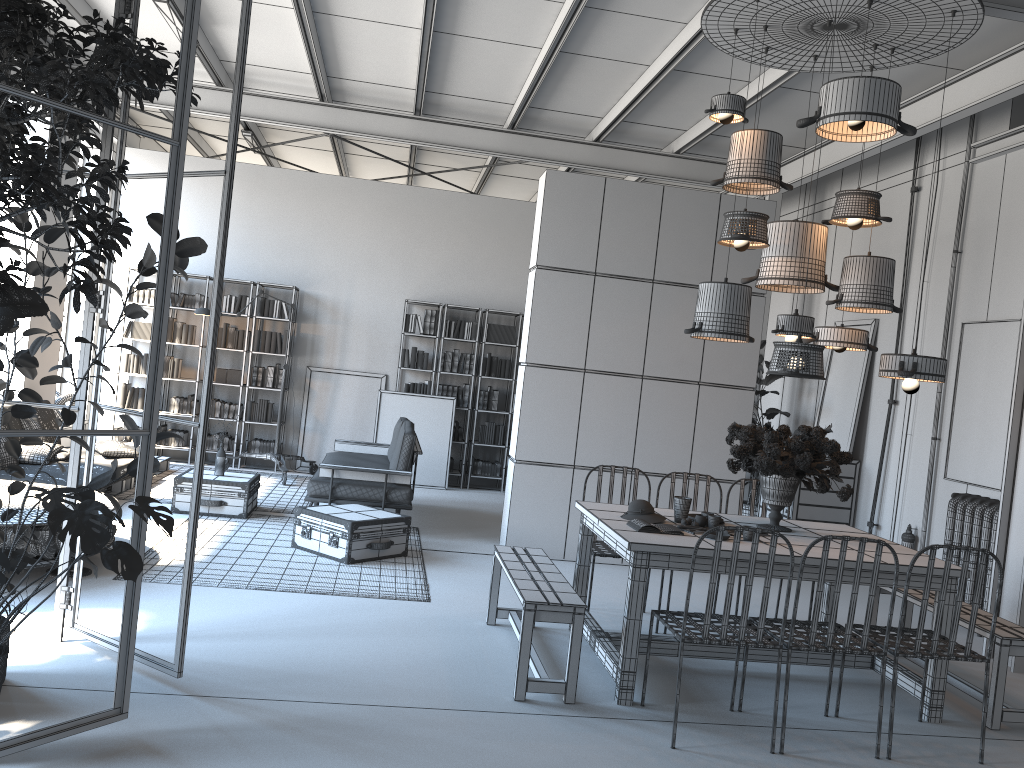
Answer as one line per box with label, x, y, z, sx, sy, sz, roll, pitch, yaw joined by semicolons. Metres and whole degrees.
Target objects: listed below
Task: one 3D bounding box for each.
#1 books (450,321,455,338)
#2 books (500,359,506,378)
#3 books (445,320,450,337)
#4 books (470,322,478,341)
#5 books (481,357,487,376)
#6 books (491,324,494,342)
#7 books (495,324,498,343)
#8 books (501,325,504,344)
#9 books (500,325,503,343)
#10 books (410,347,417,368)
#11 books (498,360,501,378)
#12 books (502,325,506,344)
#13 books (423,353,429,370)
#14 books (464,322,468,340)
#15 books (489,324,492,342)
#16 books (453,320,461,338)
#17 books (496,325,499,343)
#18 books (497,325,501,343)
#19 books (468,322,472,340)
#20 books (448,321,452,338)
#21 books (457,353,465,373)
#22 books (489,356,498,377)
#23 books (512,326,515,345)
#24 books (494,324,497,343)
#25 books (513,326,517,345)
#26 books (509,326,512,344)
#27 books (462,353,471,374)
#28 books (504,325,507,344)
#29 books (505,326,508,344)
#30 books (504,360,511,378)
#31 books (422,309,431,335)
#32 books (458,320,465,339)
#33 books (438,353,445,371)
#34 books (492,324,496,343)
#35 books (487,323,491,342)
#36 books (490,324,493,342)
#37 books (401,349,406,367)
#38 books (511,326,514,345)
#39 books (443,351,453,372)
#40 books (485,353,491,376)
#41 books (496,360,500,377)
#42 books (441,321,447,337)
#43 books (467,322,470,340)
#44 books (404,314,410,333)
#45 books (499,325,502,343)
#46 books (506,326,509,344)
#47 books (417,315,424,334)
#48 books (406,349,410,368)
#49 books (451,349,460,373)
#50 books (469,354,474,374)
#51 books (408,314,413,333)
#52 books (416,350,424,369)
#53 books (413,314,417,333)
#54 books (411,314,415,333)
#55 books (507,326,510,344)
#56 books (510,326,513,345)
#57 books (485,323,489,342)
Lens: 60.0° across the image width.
books;-0.758;-0.680;11.179;0.039;0.222;0.161;6;1;-8
books;-0.126;-0.194;11.334;0.057;0.244;0.180;6;1;-8
books;-0.818;-0.694;11.181;0.029;0.231;0.173;6;1;-8
books;-0.480;-0.663;11.219;0.083;0.242;0.178;6;1;-8
books;-0.370;-0.220;11.311;0.057;0.244;0.180;6;1;-8
books;-0.252;-0.638;11.168;0.016;0.240;0.182;6;1;-8
books;-0.206;-0.633;11.175;0.016;0.240;0.182;6;1;-8
books;-0.128;-0.625;11.186;0.016;0.240;0.182;6;1;-8
books;-0.144;-0.626;11.183;0.016;0.240;0.182;6;1;-8
books;-1.236;-0.326;11.129;0.065;0.278;0.204;6;1;-8
books;-0.166;-0.189;11.308;0.022;0.227;0.165;6;1;-8
books;-0.113;-0.623;11.188;0.016;0.240;0.182;6;1;-8
books;-1.086;-0.281;11.167;0.052;0.223;0.164;6;1;-8
books;-0.588;-0.665;11.203;0.035;0.229;0.196;6;1;-8
books;-0.283;-0.641;11.164;0.016;0.240;0.182;6;1;-8
books;-0.696;-0.685;11.169;0.077;0.244;0.178;6;1;-9
books;-0.190;-0.631;11.177;0.016;0.240;0.182;6;1;-8
books;-0.175;-0.630;11.179;0.016;0.240;0.182;6;1;-8
books;-0.535;-0.664;11.210;0.027;0.238;0.180;6;1;-8
books;-0.786;-0.684;11.175;0.019;0.224;0.168;6;1;-8
books;-0.649;-0.261;11.206;0.084;0.267;0.193;6;1;-7
books;-0.244;-0.218;11.320;0.091;0.266;0.195;6;1;-8
books;0.011;-0.610;11.205;0.016;0.240;0.182;6;1;-8
books;-0.221;-0.635;11.172;0.016;0.240;0.182;6;1;-8
books;0.026;-0.608;11.207;0.016;0.240;0.182;6;1;-8
books;-0.036;-0.615;11.199;0.016;0.240;0.182;6;1;-8
books;-0.575;-0.254;11.195;0.062;0.265;0.193;6;1;-8
books;-0.097;-0.621;11.190;0.016;0.240;0.182;6;1;-8
books;-0.082;-0.620;11.192;0.016;0.240;0.182;6;1;-8
books;-0.069;-0.188;11.353;0.057;0.244;0.180;6;1;-8
books;-1.069;-0.775;11.122;0.068;0.318;0.319;6;1;-8
books;-0.634;-0.680;11.197;0.057;0.242;0.178;6;1;-8
books;-0.891;-0.276;11.153;0.057;0.244;0.178;6;1;-8
books;-0.237;-0.636;11.170;0.016;0.240;0.182;6;1;-8
books;-0.298;-0.643;11.162;0.016;0.240;0.182;6;1;-8
books;-0.267;-0.640;11.166;0.016;0.240;0.182;6;1;-8
books;-1.372;-0.321;11.129;0.057;0.242;0.178;6;1;-8
books;-0.005;-0.611;11.203;0.016;0.240;0.182;6;1;-8
books;-0.808;-0.279;11.162;0.091;0.265;0.193;6;1;-8
books;-0.305;-0.245;11.276;0.038;0.304;0.224;6;1;-8
books;-0.188;-0.191;11.304;0.022;0.227;0.165;6;1;-8
books;-0.857;-0.687;11.165;0.043;0.213;0.154;6;1;-8
books;-0.560;-0.664;11.207;0.023;0.232;0.187;6;1;-8
books;-1.306;-0.754;11.012;0.052;0.223;0.164;6;1;-8
books;-0.159;-0.628;11.181;0.016;0.240;0.182;6;1;-8
books;-0.066;-0.618;11.194;0.016;0.240;0.182;6;1;-8
books;-1.143;-0.735;11.026;0.107;0.229;0.184;6;1;-8
books;-1.305;-0.313;11.119;0.077;0.244;0.178;6;1;-7
books;-0.720;-0.290;11.194;0.071;0.303;0.222;6;1;-8
books;-0.513;-0.247;11.216;0.062;0.265;0.193;6;1;-8
books;-1.262;-0.751;11.009;0.032;0.231;0.179;6;1;-8
books;-1.159;-0.299;11.159;0.083;0.242;0.178;6;1;-8
books;-1.204;-0.747;11.017;0.022;0.236;0.186;6;1;-8
books;-1.231;-0.748;11.014;0.032;0.231;0.179;6;1;-8
books;-0.051;-0.616;11.196;0.016;0.240;0.182;6;1;-8
books;-0.020;-0.613;11.201;0.016;0.240;0.182;6;1;-8
books;-0.314;-0.644;11.159;0.016;0.240;0.182;6;1;-8
